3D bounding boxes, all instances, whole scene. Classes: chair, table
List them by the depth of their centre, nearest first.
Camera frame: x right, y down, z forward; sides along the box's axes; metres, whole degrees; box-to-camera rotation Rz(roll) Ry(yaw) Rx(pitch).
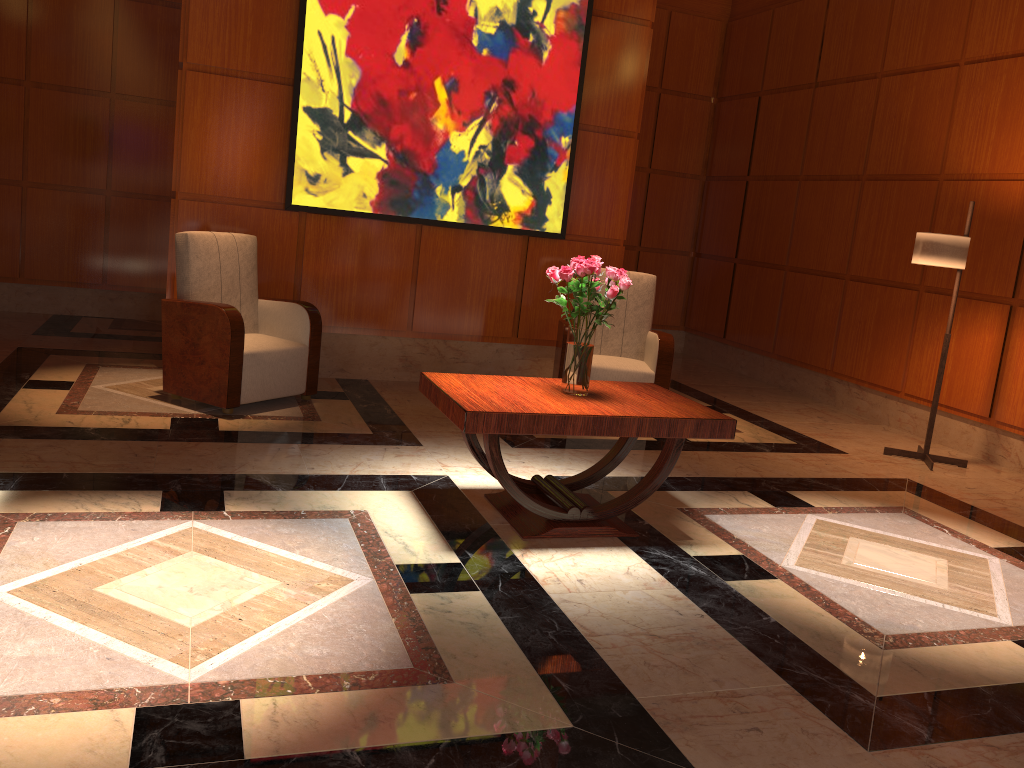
[{"bbox_3d":[0.231,0.308,3.810,1.167,0.531,0.730,3,11,-20],"label":"table"},{"bbox_3d":[-1.592,-0.391,5.233,0.630,0.955,0.740,11,11,28],"label":"chair"},{"bbox_3d":[0.692,-0.291,6.066,0.737,0.955,0.632,6,9,-1],"label":"chair"}]

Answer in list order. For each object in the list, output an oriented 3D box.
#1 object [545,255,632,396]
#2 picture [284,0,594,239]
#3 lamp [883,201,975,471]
[{"bbox_3d":[0.298,-0.251,3.760,0.350,0.592,0.329,6,9,0],"label":"object"},{"bbox_3d":[-0.460,-1.952,6.034,1.995,1.726,0.057,3,9,-20],"label":"picture"},{"bbox_3d":[2.670,-0.313,5.532,0.526,1.651,0.362,1,10,-30],"label":"lamp"}]
